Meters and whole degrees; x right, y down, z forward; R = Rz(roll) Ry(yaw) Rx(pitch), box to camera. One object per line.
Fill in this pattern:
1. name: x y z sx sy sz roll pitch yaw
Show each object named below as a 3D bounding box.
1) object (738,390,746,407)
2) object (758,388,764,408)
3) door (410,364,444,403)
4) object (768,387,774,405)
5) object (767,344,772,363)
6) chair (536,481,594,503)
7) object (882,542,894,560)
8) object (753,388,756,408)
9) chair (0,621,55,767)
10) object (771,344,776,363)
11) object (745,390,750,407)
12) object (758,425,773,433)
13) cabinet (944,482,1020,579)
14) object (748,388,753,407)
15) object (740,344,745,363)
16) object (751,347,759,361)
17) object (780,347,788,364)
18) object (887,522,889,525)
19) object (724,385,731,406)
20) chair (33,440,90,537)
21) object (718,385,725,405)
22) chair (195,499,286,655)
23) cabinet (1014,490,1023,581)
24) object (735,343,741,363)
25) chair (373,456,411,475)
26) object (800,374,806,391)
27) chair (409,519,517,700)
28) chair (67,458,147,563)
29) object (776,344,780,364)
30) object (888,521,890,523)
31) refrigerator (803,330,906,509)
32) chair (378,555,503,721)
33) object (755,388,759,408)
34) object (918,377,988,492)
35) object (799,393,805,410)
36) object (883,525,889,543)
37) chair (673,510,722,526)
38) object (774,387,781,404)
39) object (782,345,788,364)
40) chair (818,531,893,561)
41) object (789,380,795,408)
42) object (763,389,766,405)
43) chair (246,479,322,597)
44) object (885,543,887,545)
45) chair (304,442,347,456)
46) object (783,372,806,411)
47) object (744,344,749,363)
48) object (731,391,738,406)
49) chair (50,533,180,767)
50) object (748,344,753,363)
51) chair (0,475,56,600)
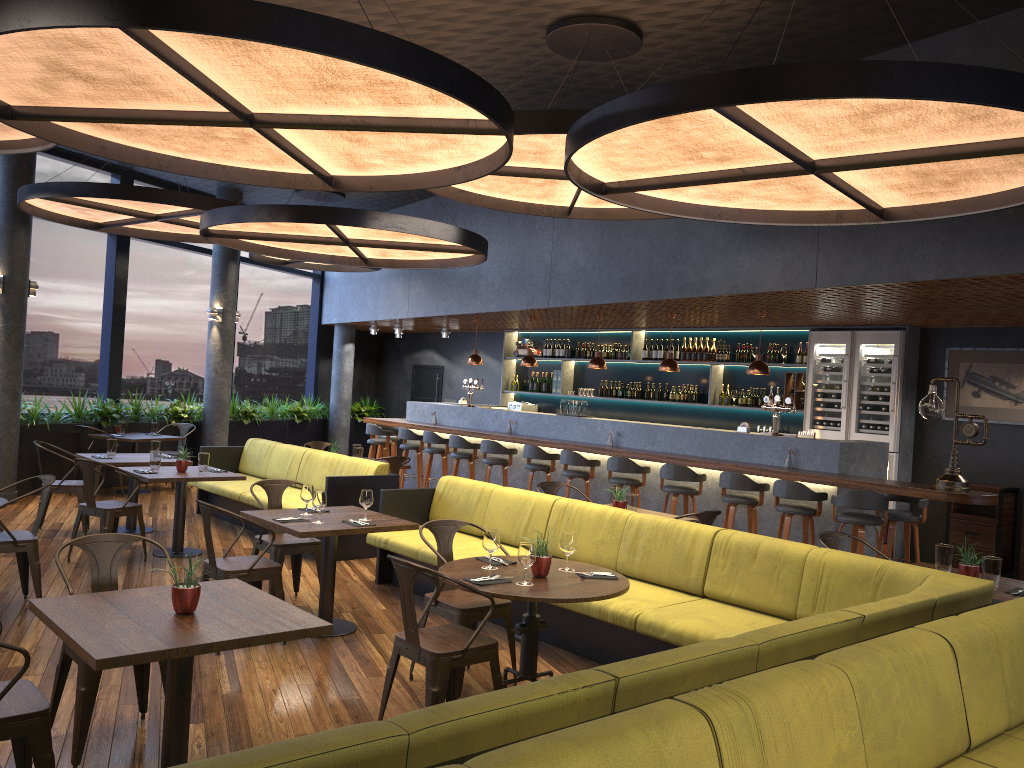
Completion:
1. object: 3.034 0.188 11.680 0.088 0.224 0.088 3 0 19
2. object: 3.233 0.185 11.509 0.063 0.254 0.063 3 0 12
3. door: -1.698 0.653 17.419 0.137 2.056 1.012 4 0 -41
4. object: 3.345 0.176 11.445 0.079 0.281 0.079 3 0 23
5. object: 3.328 -0.390 11.447 0.063 0.254 0.063 3 0 1
6. chair: 0.468 1.336 7.706 0.504 0.917 0.541 4 0 -41
7. object: 4.200 1.925 10.292 0.416 0.206 0.277 3 0 42
8. object: 3.170 0.181 11.622 0.063 0.254 0.063 4 0 -13
9. chair: -1.931 1.182 3.144 0.541 0.917 0.504 4 0 -41
10. object: 3.345 -0.389 11.336 0.063 0.254 0.063 4 0 -13
11. object: 3.126 0.193 11.740 0.088 0.224 0.088 3 0 44
12. object: 3.306 0.784 11.463 0.204 0.492 0.310 4 0 -41
13. cabinet: 4.938 1.569 9.356 0.473 1.007 0.553 4 0 -41
14. object: 3.113 0.177 11.564 0.063 0.254 0.063 4 0 -38
15. object: 3.079 -0.405 11.813 0.063 0.254 0.063 3 0 11
16. object: 3.169 -0.376 11.575 0.097 0.206 0.097 3 0 18
17. object: 3.455 -0.359 11.270 0.097 0.206 0.097 3 0 18
18. object: 4.296 1.686 10.148 0.057 0.205 0.056 4 0 -36
19. object: 2.907 0.152 11.948 0.079 0.281 0.079 3 0 28
20. chair: -4.515 1.034 8.881 0.541 0.917 0.504 4 0 -22
21. object: 2.846 0.148 12.019 0.079 0.281 0.079 4 0 -37
22. chair: -1.766 1.197 5.691 0.541 0.917 0.504 4 0 -41
23. cabinet: 5.394 1.596 8.832 0.473 1.007 0.553 4 0 -41
24. object: 2.999 -0.410 11.752 0.063 0.254 0.063 4 0 -44
25. chair: -1.424 1.224 9.747 0.504 0.917 0.541 4 0 -41
26. object: 3.648 -0.014 11.069 0.097 0.206 0.097 3 0 -1
27. chair: -0.283 1.286 5.176 0.504 0.917 0.541 4 0 -41
28. chair: -3.512 1.093 7.690 0.504 0.917 0.541 3 0 26
29. object: 3.411 -0.385 11.413 0.063 0.254 0.063 3 0 12
30. object: 4.366 1.690 10.287 0.056 0.205 0.057 3 0 -1
31. refrigerator: 4.069 0.437 10.490 0.454 2.109 1.159 4 0 -41
32. chair: -0.350 1.281 4.295 0.541 0.917 0.504 4 0 -41
33. object: 3.227 0.185 11.683 0.063 0.254 0.063 3 0 12
34. object: 3.708 0.418 7.479 0.566 0.944 0.263 3 0 41
35. object: 3.633 0.219 11.068 0.097 0.206 0.097 3 0 -1
36. object: 4.223 1.701 10.303 0.277 0.206 0.416 4 0 -38
37. chair: 1.284 1.385 6.767 0.504 0.917 0.541 4 0 -41
38. object: 3.406 0.180 11.373 0.079 0.281 0.079 3 0 43
39. object: 3.514 -0.379 11.393 0.063 0.254 0.063 4 0 -33
40. chair: 2.224 1.440 5.660 0.504 0.917 0.541 4 0 -41
41. object: 3.542 0.137 11.177 0.091 0.369 0.092 3 0 18
42. object: 3.290 0.188 11.570 0.063 0.254 0.063 4 0 -33
43. chair: -1.705 1.202 6.670 0.504 0.917 0.541 4 0 -41
44. object: 4.258 1.909 10.108 0.056 0.205 0.056 3 0 45
45. chair: -2.251 1.176 10.700 0.504 0.917 0.541 4 0 -41
46. object: 3.591 0.094 11.122 0.161 0.475 0.300 4 0 -42
47. object: 3.085 -0.404 11.665 0.063 0.254 0.063 3 0 21
48. object: 2.959 0.192 11.804 0.097 0.206 0.097 3 0 18
49. chair: -1.831 1.190 4.089 0.504 0.917 0.541 4 0 -41
50. object: 3.155 -0.400 11.728 0.063 0.254 0.063 3 0 36
51. chair: -3.475 1.093 6.109 0.541 0.917 0.504 4 0 -41
